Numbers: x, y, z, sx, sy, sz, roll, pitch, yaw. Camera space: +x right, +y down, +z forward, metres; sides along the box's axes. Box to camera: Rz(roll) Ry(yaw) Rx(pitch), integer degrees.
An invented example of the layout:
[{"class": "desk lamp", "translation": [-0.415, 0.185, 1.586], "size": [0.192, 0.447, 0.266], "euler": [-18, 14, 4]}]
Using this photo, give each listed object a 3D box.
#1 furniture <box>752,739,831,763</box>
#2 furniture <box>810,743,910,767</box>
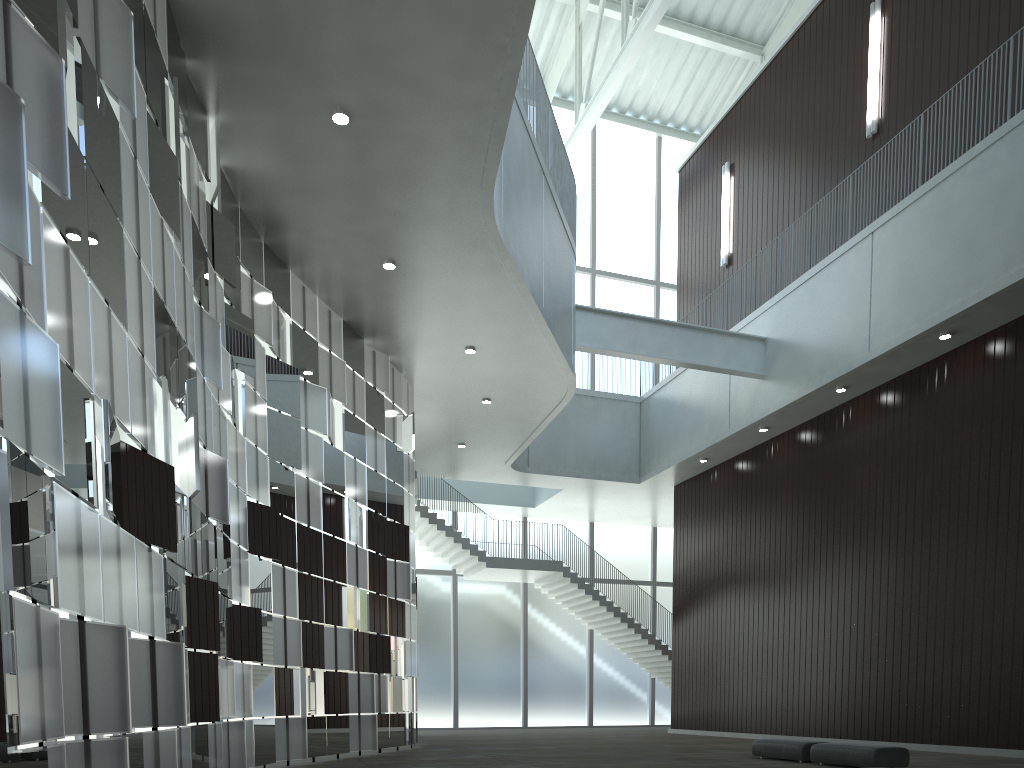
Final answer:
[{"class": "furniture", "translation": [14.254, 18.622, 40.687], "size": [2.137, 1.032, 4.258], "euler": [5, -21, -18]}, {"class": "furniture", "translation": [15.740, 16.928, 36.425], "size": [2.137, 1.032, 4.258], "euler": [5, -21, -18]}]
